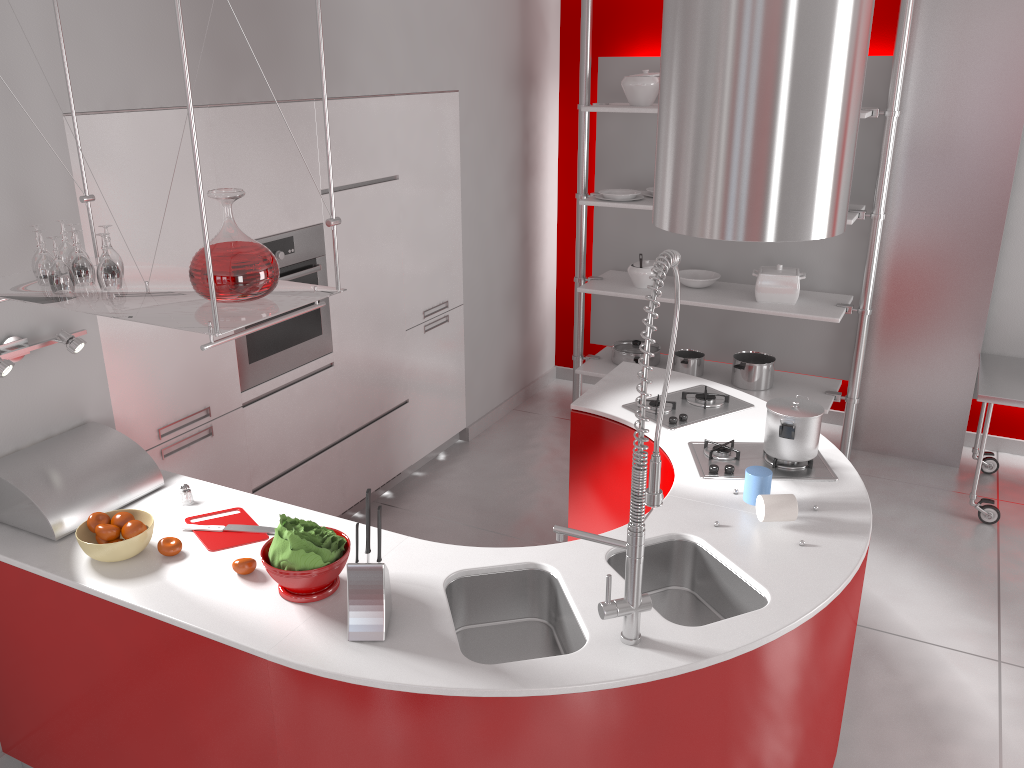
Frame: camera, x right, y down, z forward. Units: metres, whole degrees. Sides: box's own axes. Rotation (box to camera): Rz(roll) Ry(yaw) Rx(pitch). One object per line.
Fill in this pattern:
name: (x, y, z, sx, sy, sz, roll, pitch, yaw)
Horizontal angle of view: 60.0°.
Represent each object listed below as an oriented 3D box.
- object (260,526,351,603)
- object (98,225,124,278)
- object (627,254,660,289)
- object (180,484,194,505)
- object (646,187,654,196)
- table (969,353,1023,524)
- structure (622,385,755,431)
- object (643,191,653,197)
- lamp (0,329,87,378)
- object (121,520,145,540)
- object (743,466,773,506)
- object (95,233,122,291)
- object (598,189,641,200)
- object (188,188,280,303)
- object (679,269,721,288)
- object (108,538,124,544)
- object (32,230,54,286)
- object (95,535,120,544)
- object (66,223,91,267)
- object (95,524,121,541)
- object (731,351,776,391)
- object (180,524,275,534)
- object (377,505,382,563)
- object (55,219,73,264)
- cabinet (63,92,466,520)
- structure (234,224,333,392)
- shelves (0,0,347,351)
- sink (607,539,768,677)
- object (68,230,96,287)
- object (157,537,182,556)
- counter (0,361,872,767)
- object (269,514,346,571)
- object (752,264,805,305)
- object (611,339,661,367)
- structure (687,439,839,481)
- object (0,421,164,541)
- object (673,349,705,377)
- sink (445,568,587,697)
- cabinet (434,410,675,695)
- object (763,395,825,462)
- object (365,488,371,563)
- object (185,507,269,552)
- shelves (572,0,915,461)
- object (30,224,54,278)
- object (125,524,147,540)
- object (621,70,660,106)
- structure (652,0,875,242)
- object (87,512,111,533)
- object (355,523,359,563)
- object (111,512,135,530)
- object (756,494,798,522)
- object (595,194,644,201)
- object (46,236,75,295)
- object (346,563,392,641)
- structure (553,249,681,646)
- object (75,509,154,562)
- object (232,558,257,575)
object: (-0.534, 0.480, 2.320, 0.229, 0.118, 0.228, -1, 20, -2)
object: (-1.088, -0.357, 2.396, 0.060, 0.141, 0.060, 10, 22, 25)
object: (0.775, -0.676, 5.210, 0.192, 0.214, 0.192, 5, 21, 13)
object: (-1.020, 0.343, 2.772, 0.043, 0.066, 0.042, 16, 26, 37)
object: (0.906, -1.118, 5.187, 0.244, 0.042, 0.244, 7, 21, 18)
table: (3.103, 0.384, 4.299, 1.627, 0.682, 0.749, 10, 23, 26)
structure: (0.704, 0.073, 3.541, 0.457, 0.037, 0.303, -13, 24, -31)
object: (0.907, -1.105, 5.192, 0.280, 0.015, 0.280, -10, 22, -24)
lamp: (-1.441, -0.094, 2.644, 0.155, 0.081, 0.454, 10, 22, 25)
object: (-1.062, 0.407, 2.486, 0.066, 0.049, 0.062, 13, 24, 33)
object: (0.757, 0.309, 2.748, 0.080, 0.100, 0.109, 0, 20, 0)
object: (-1.042, -0.315, 2.282, 0.060, 0.141, 0.060, 10, 22, 25)
object: (0.618, -1.083, 5.092, 0.244, 0.042, 0.244, 4, 20, 11)
object: (-0.681, -0.335, 2.153, 0.213, 0.266, 0.213, -14, 24, -32)
object: (1.092, -0.612, 5.238, 0.272, 0.072, 0.272, -3, 20, -8)
object: (-1.101, 0.455, 2.473, 0.066, 0.045, 0.063, 0, 20, 0)
object: (-1.226, -0.331, 2.327, 0.060, 0.141, 0.060, 1, 20, 4)
object: (-1.146, 0.432, 2.514, 0.055, 0.058, 0.066, 12, 24, 31)
object: (-1.186, -0.364, 2.418, 0.060, 0.141, 0.060, 10, 22, 25)
object: (-1.126, 0.412, 2.473, 0.065, 0.052, 0.062, 4, 20, 11)
object: (1.394, -0.077, 5.127, 0.240, 0.161, 0.259, 3, 20, 9)
object: (-0.791, 0.425, 2.616, 0.375, 0.008, 0.041, 1, 20, 4)
object: (-0.320, 0.443, 2.148, 0.012, 0.279, 0.130, -1, 20, -2)
object: (-1.247, -0.387, 2.479, 0.060, 0.141, 0.060, 10, 22, 25)
cabinet: (-1.095, -0.281, 4.189, 0.614, 2.026, 2.398, 10, 22, 25)
structure: (-0.950, -0.332, 3.733, 0.050, 0.589, 0.599, 10, 22, 25)
shelves: (-0.947, -0.682, 2.148, 0.934, 1.023, 0.462, 10, 22, 25)
sink: (0.465, 0.615, 2.423, 0.326, 0.172, 0.428, -9, 22, -22)
object: (-1.131, -0.330, 2.324, 0.060, 0.141, 0.060, 10, 22, 25)
object: (-0.960, 0.458, 2.490, 0.065, 0.047, 0.063, 10, 22, 25)
counter: (-0.104, 0.794, 2.909, 2.865, 0.880, 1.868, -11, 23, -27)
object: (-0.525, 0.431, 2.298, 0.198, 0.182, 0.193, 12, 23, 30)
object: (1.480, -0.567, 4.935, 0.282, 0.197, 0.235, 6, 21, 16)
object: (0.746, -0.191, 5.489, 0.308, 0.130, 0.407, 13, 24, 32)
structure: (0.856, 0.249, 3.060, 0.457, 0.037, 0.303, 1, 20, 2)
object: (-1.357, 0.288, 2.758, 0.300, 0.170, 0.400, 10, 22, 25)
object: (1.058, -0.122, 5.308, 0.182, 0.122, 0.196, -5, 21, -14)
sink: (0.002, 0.668, 2.282, 0.326, 0.172, 0.428, -4, 20, -11)
cabinet: (-0.326, 0.710, 3.048, 1.875, 0.761, 1.025, -6, 21, -17)
object: (0.955, 0.147, 3.016, 0.189, 0.185, 0.218, -4, 20, -10)
object: (-0.348, 0.425, 2.151, 0.014, 0.322, 0.150, -1, 20, -2)
object: (-0.847, 0.428, 2.627, 0.168, 0.006, 0.266, -14, 24, -34)
shelves: (1.160, -0.888, 5.000, 1.735, 2.599, 0.535, 10, 22, 25)
object: (-1.276, -0.359, 2.404, 0.060, 0.141, 0.060, 10, 22, 25)
object: (-1.077, 0.425, 2.538, 0.065, 0.056, 0.059, 8, 22, 21)
object: (0.720, -1.643, 4.922, 0.231, 0.191, 0.231, -8, 22, -21)
structure: (0.807, -0.995, 2.895, 0.644, 0.958, 0.644, -2, 20, -6)
object: (-1.170, 0.393, 2.511, 0.055, 0.058, 0.066, 4, 21, 12)
object: (-0.374, 0.441, 2.147, 0.009, 0.197, 0.091, -1, 20, -2)
object: (-1.110, 0.391, 2.529, 0.066, 0.049, 0.062, 9, 22, 22)
object: (0.780, 0.361, 2.631, 0.100, 0.080, 0.109, -1, 20, -3)
object: (0.618, -1.070, 5.096, 0.280, 0.015, 0.280, -10, 22, -24)
object: (-1.147, -0.301, 2.244, 0.060, 0.141, 0.060, 1, 20, 4)
object: (-0.348, 0.506, 2.151, 0.091, 0.178, 0.137, 0, 20, 0)
structure: (0.269, 0.158, 2.026, 0.308, 0.920, 0.178, -7, 21, -18)
object: (-1.109, 0.437, 2.493, 0.201, 0.086, 0.201, 10, 22, 26)
object: (-0.723, 0.489, 2.397, 0.064, 0.048, 0.063, 2, 20, 5)
